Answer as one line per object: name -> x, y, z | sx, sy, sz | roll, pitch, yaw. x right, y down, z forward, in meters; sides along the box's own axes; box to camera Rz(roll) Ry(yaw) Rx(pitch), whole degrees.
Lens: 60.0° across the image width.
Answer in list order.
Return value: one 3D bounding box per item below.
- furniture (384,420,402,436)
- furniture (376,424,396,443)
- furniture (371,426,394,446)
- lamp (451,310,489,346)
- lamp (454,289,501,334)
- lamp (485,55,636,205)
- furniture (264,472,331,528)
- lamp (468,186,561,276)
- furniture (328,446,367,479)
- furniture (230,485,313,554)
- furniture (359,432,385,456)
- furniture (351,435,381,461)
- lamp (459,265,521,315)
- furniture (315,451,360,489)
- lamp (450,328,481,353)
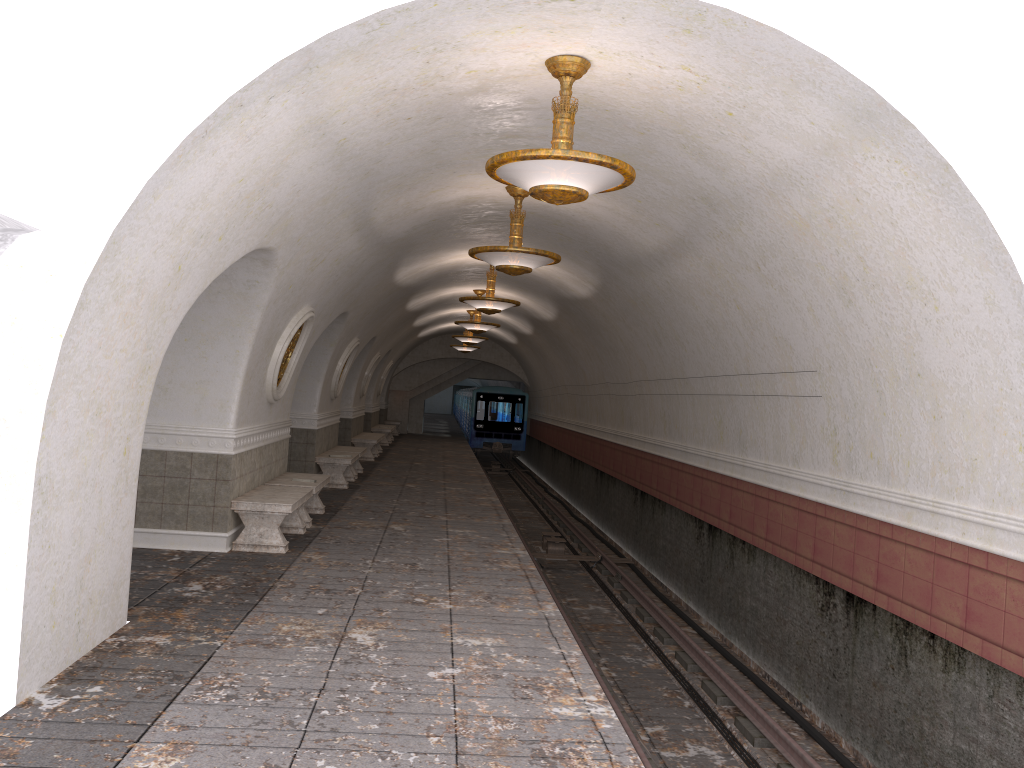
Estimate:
furniture -> -4.554, 1.672, 33.892 | 0.613, 0.508, 1.509 | 4, -1, -5
furniture -> -4.183, 1.630, 29.286 | 0.613, 0.508, 1.509 | 4, -1, -5
furniture -> -4.048, 1.615, 27.610 | 0.613, 0.508, 1.509 | 4, -1, -5
lamp -> -1.120, -1.512, 24.070 | 1.008, 0.955, 1.008 | 4, -1, 11
lamp -> -0.732, -1.556, 19.257 | 1.008, 0.955, 1.008 | 4, -1, 11
lamp -> 0.342, -1.675, 5.954 | 1.008, 0.955, 1.008 | 3, -1, 41
furniture -> -2.736, 1.469, 11.353 | 0.613, 0.508, 1.509 | 4, -1, -5
lamp -> 0.048, -1.642, 9.597 | 1.008, 0.955, 1.008 | 4, -1, -20
furniture -> -3.219, 1.523, 17.342 | 0.613, 0.508, 1.509 | 4, -1, -5
furniture -> -2.601, 1.454, 9.677 | 0.613, 0.508, 1.509 | 4, -1, -5
furniture -> -3.704, 1.577, 23.343 | 0.613, 0.508, 1.509 | 4, -1, -5
furniture -> -3.568, 1.562, 21.667 | 0.613, 0.508, 1.509 | 4, -1, -5
lamp -> -0.343, -1.599, 14.443 | 1.008, 0.955, 1.008 | 4, -1, -20
furniture -> -3.084, 1.508, 15.666 | 0.613, 0.508, 1.509 | 4, -1, -5
lamp -> -1.508, -1.469, 28.884 | 1.008, 0.955, 1.008 | 3, -1, 41
